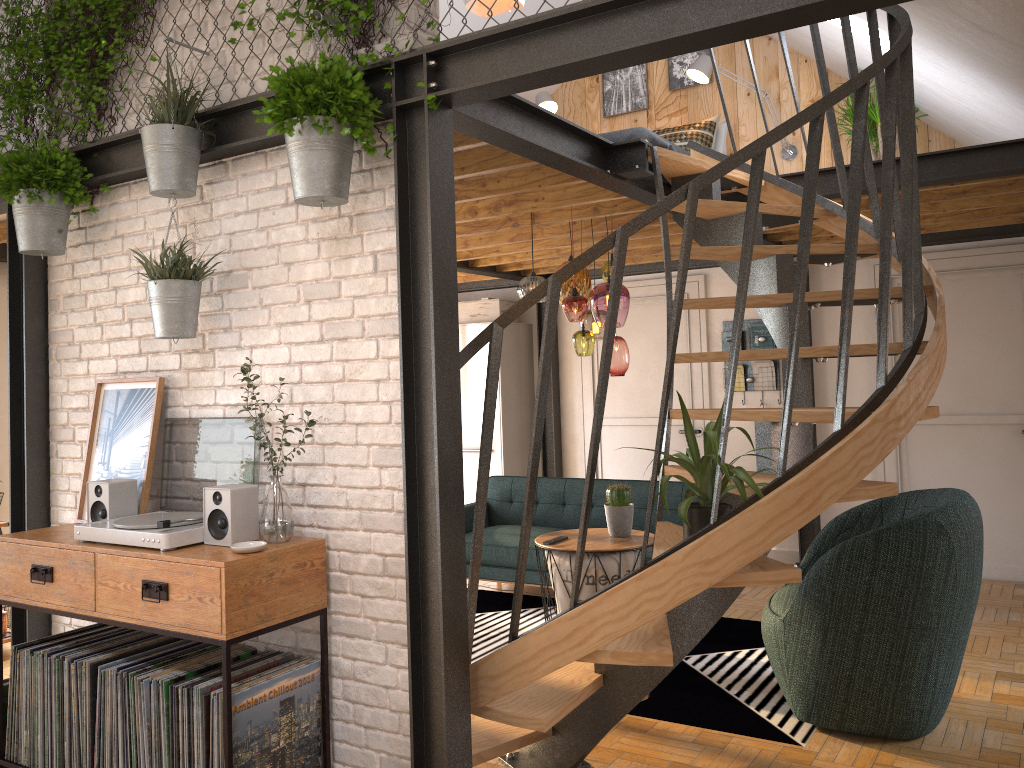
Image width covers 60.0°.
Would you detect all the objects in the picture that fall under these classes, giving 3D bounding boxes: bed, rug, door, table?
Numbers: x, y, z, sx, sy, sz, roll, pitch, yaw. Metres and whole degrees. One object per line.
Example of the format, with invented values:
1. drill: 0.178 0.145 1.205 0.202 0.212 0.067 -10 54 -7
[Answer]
1. bed: 0.560 -1.580 6.511 2.120 1.023 2.289 -2 0 32
2. rug: 0.114 1.463 5.124 3.497 0.010 1.700 -2 0 32
3. door: 3.172 0.205 6.201 1.199 2.304 0.088 -3 -3 32
4. door: 1.089 0.273 7.490 1.199 2.304 0.088 -3 -3 32
5. table: 0.468 1.106 4.820 0.681 0.687 0.680 -2 -1 -19

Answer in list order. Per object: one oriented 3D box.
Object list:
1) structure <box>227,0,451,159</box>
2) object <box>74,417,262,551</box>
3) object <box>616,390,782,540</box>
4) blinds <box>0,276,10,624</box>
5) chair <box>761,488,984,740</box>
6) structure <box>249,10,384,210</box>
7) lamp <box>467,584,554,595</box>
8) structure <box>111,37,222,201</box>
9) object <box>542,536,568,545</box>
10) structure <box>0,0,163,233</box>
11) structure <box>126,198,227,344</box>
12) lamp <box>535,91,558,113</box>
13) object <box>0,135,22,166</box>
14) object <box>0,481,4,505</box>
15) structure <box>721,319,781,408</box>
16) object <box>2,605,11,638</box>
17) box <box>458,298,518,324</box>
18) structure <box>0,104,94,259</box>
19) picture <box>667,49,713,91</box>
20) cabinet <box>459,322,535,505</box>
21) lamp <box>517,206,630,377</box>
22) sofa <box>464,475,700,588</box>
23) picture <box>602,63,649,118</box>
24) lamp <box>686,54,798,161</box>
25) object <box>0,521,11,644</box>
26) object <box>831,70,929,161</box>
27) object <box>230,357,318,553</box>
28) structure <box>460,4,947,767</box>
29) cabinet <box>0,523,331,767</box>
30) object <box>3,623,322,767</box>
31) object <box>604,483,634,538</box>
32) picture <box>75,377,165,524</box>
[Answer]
1. structure: -0.470 -1.658 2.967 1.304 1.873 0.458 -3 -2 28
2. object: -1.223 0.336 3.154 0.786 0.415 0.414 -2 -1 32
3. object: 0.615 0.265 2.884 0.527 0.592 0.457 -2 -2 19
4. blinds: -3.075 0.376 5.917 0.123 2.286 0.667 -3 -3 32
5. chair: 1.530 0.937 3.802 0.900 0.966 0.896 -2 -1 17
6. structure: -0.627 -0.885 2.847 0.423 0.653 0.437 -1 -2 -28
7. lamp: -0.087 0.607 6.196 2.356 1.721 0.571 -3 -2 40
8. structure: -1.267 -0.971 3.263 0.384 0.608 0.348 -2 -2 -5
9. object: 0.234 0.842 4.774 0.051 0.013 0.207 -2 0 32
10. structure: -1.905 -1.451 3.833 2.125 1.682 0.431 -2 -2 32
11. structure: -1.232 -0.413 3.244 0.359 0.535 0.384 -3 -2 41
12. lamp: 0.216 -2.076 7.807 0.194 0.815 0.849 -1 -1 -15
13. object: -2.893 -1.240 4.876 0.528 0.592 0.457 -2 -1 14
14. object: -3.266 0.608 5.216 0.395 0.476 0.492 -3 -2 44
15. structure: 1.884 0.027 6.995 0.442 1.078 0.099 -3 -3 32
16. object: -3.027 1.318 5.043 0.276 0.291 0.439 -3 -1 32
17. box: -0.310 -0.647 8.041 0.641 0.218 0.376 -2 -1 27
18. structure: -1.960 -0.842 3.673 0.423 0.653 0.437 -1 -2 -28
19. picture: 1.463 -2.699 7.300 0.380 0.507 0.011 -3 -2 32
20. cabinet: -0.527 0.475 8.297 1.505 2.006 0.808 -3 -2 32
21. lamp: 0.373 -0.543 5.051 0.618 1.015 0.490 -1 -2 -18
22. sofa: 0.464 1.056 5.963 1.971 0.784 0.824 -2 -1 32
23. picture: 0.967 -2.596 7.605 0.421 0.555 0.017 -3 -2 32
24. lamp: 1.766 -2.126 6.852 0.850 0.815 0.194 -2 -2 -11
25. object: -3.195 1.030 5.156 0.630 1.080 0.578 -3 -2 32
26. object: 2.509 -1.647 6.123 0.789 1.050 0.732 -1 -2 -19
27. object: -0.841 0.220 2.947 0.290 0.622 0.295 0 -3 -43
28. structure: 0.789 -0.445 3.532 2.248 3.824 1.625 0 -3 -43
29. cabinet: -1.273 1.027 3.121 1.263 0.965 0.456 -2 -2 32
30. object: -1.296 1.223 3.146 1.312 0.575 0.404 -2 -1 32
31. object: 0.592 0.690 4.882 0.190 0.296 0.172 -2 -2 6
32. picture: -1.552 0.266 3.503 0.410 0.577 0.126 -3 -2 32
